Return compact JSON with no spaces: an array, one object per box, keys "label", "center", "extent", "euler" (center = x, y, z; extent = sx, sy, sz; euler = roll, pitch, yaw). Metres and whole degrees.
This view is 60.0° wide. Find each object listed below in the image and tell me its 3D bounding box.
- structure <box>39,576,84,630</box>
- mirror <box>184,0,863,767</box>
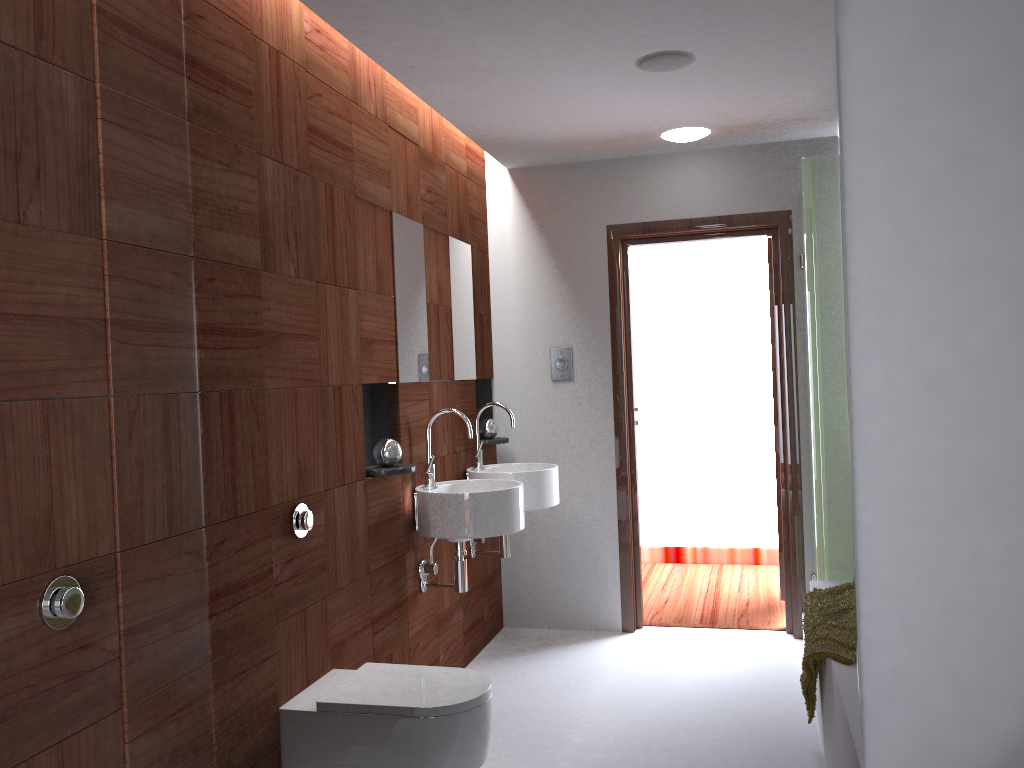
[{"label":"structure","center":[-0.828,0.406,1.647],"extent":[0.034,0.098,0.098],"euler":[-2,1,15]},{"label":"mirror","center":[-0.037,0.040,1.907],"extent":[1.433,2.183,0.019],"euler":[-2,1,15]}]
